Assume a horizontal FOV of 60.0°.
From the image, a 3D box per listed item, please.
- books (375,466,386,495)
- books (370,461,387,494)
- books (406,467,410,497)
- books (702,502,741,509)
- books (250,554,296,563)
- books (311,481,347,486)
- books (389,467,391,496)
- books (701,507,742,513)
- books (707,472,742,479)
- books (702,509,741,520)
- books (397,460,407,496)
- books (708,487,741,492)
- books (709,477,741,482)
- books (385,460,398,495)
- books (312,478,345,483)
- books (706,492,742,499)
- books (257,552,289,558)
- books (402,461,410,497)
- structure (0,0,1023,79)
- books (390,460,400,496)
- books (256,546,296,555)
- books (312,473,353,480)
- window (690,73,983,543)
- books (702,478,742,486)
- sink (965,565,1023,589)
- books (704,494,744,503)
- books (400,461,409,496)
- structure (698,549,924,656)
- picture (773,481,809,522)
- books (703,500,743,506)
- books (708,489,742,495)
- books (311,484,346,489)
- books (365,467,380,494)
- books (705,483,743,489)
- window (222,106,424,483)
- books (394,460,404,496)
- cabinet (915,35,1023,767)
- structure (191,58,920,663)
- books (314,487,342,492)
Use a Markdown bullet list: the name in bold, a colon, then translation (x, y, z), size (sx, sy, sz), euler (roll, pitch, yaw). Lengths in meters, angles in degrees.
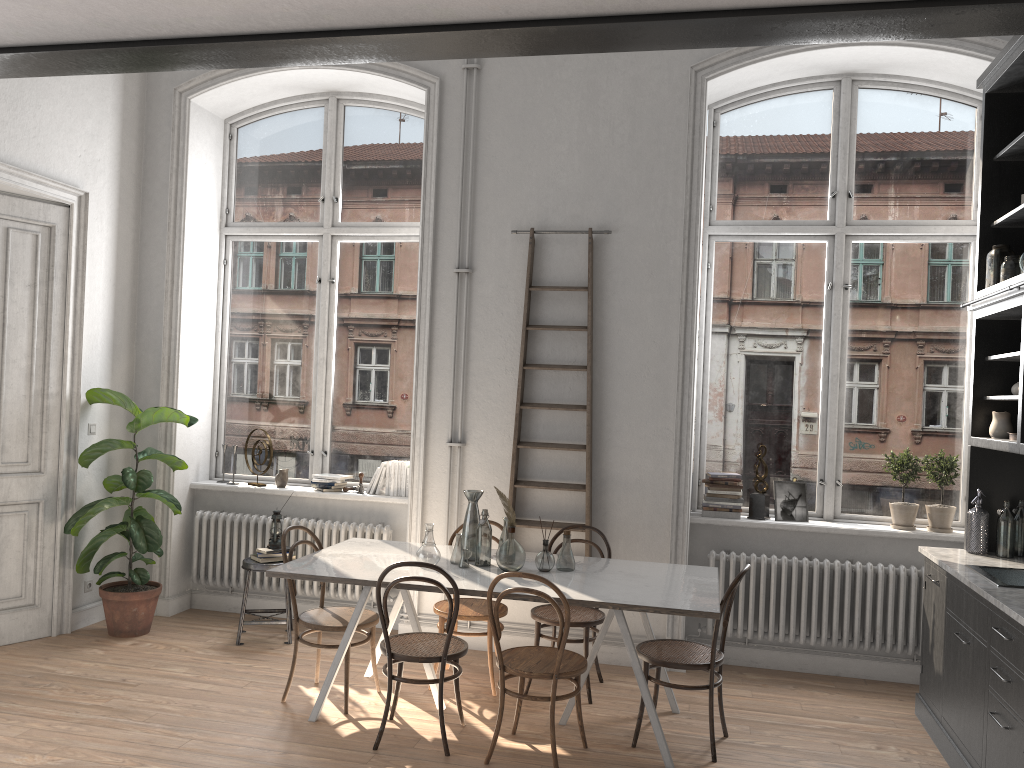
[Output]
- **books**: translation (-0.925, 0.694, 6.426), size (0.072, 0.203, 0.155), euler (2, 0, 13)
- **books**: translation (-0.949, 0.677, 6.430), size (0.100, 0.235, 0.174), euler (2, 0, 13)
- **books**: translation (-0.727, 0.701, 6.382), size (0.020, 0.205, 0.155), euler (2, 0, 13)
- **books**: translation (1.390, 0.801, 5.882), size (0.249, 0.023, 0.175), euler (2, -1, 13)
- **books**: translation (-1.615, 1.170, 5.995), size (0.246, 0.034, 0.194), euler (3, -1, -37)
- **books**: translation (-1.340, 0.724, 6.502), size (0.221, 0.023, 0.147), euler (2, -1, 29)
- **books**: translation (-0.853, 0.696, 6.410), size (0.020, 0.205, 0.155), euler (2, 0, 13)
- **books**: translation (1.389, 0.824, 5.882), size (0.249, 0.023, 0.175), euler (2, -1, 8)
- **books**: translation (1.411, 0.607, 5.902), size (0.201, 0.024, 0.159), euler (2, -1, 3)
- **books**: translation (1.386, 0.857, 5.883), size (0.248, 0.043, 0.192), euler (2, -1, 13)
- **books**: translation (-0.787, 0.680, 6.411), size (0.019, 0.244, 0.174), euler (2, 0, 13)
- **books**: translation (1.411, 0.692, 5.891), size (0.205, 0.022, 0.155), euler (2, -1, 8)
- **books**: translation (1.413, 0.629, 5.891), size (0.205, 0.020, 0.155), euler (2, -1, 13)
- **books**: translation (-0.873, 0.677, 6.436), size (0.024, 0.243, 0.175), euler (2, 0, 13)
- **books**: translation (-1.340, 0.703, 6.489), size (0.205, 0.020, 0.155), euler (2, -1, 3)
- **books**: translation (1.409, 0.737, 5.891), size (0.205, 0.022, 0.155), euler (2, -1, 27)
- **books**: translation (-1.601, 1.144, 5.996), size (0.232, 0.029, 0.162), euler (3, -1, -17)
- **books**: translation (-0.749, 0.682, 6.385), size (0.019, 0.244, 0.174), euler (2, 0, 13)
- **structure**: translation (-1.106, -1.387, 0.063), size (5.926, 1.213, 4.158), euler (2, -1, 13)
- **books**: translation (-0.833, 0.678, 6.395), size (0.024, 0.243, 0.175), euler (2, 0, 13)
- **books**: translation (-1.599, 1.122, 5.996), size (0.147, 0.027, 0.221), euler (2, -1, 45)
- **books**: translation (-1.315, 0.679, 6.505), size (0.243, 0.019, 0.174), euler (2, -1, 23)
- **window**: translation (9.140, -4.590, 7.472), size (14.384, 15.935, 26.401), euler (2, 0, 13)
- **books**: translation (1.399, 0.650, 5.894), size (0.231, 0.023, 0.162), euler (2, -1, 28)
- **sink**: translation (2.450, 0.874, 4.108), size (0.514, 0.504, 0.526), euler (2, 0, 13)
- **books**: translation (1.404, 0.762, 5.896), size (0.245, 0.028, 0.193), euler (2, -1, 8)
- **books**: translation (-0.765, 0.681, 6.411), size (0.024, 0.243, 0.175), euler (2, 0, 13)
- **structure**: translation (1.987, 1.373, 5.594), size (1.577, 0.552, 0.194), euler (2, 0, 13)
- **picture**: translation (1.825, 0.772, 5.845), size (0.221, 0.264, 0.149), euler (2, 0, -4)
- **books**: translation (1.404, 0.783, 5.895), size (0.255, 0.014, 0.192), euler (2, -1, 16)
- **books**: translation (1.414, 0.714, 5.895), size (0.222, 0.024, 0.158), euler (2, -1, 13)
- **books**: translation (-1.343, 0.746, 6.503), size (0.205, 0.022, 0.155), euler (2, -1, 33)
- **books**: translation (-0.987, 0.695, 6.443), size (0.105, 0.194, 0.155), euler (2, 0, 12)
- **books**: translation (1.407, 0.671, 5.892), size (0.243, 0.019, 0.174), euler (2, -1, 13)
- **window**: translation (-1.399, -0.690, 6.714), size (1.622, 2.843, 0.013), euler (2, 0, 13)
- **books**: translation (-0.810, 0.679, 6.399), size (0.019, 0.244, 0.174), euler (2, 0, 13)
- **cabinet**: translation (2.289, 0.053, 3.370), size (0.635, 3.583, 3.251), euler (2, 0, 13)
- **structure**: translation (0.247, -0.452, 5.927), size (5.181, 4.474, 0.340), euler (2, 0, 13)
- **books**: translation (-1.349, 0.769, 6.508), size (0.147, 0.023, 0.221), euler (3, -1, -29)
